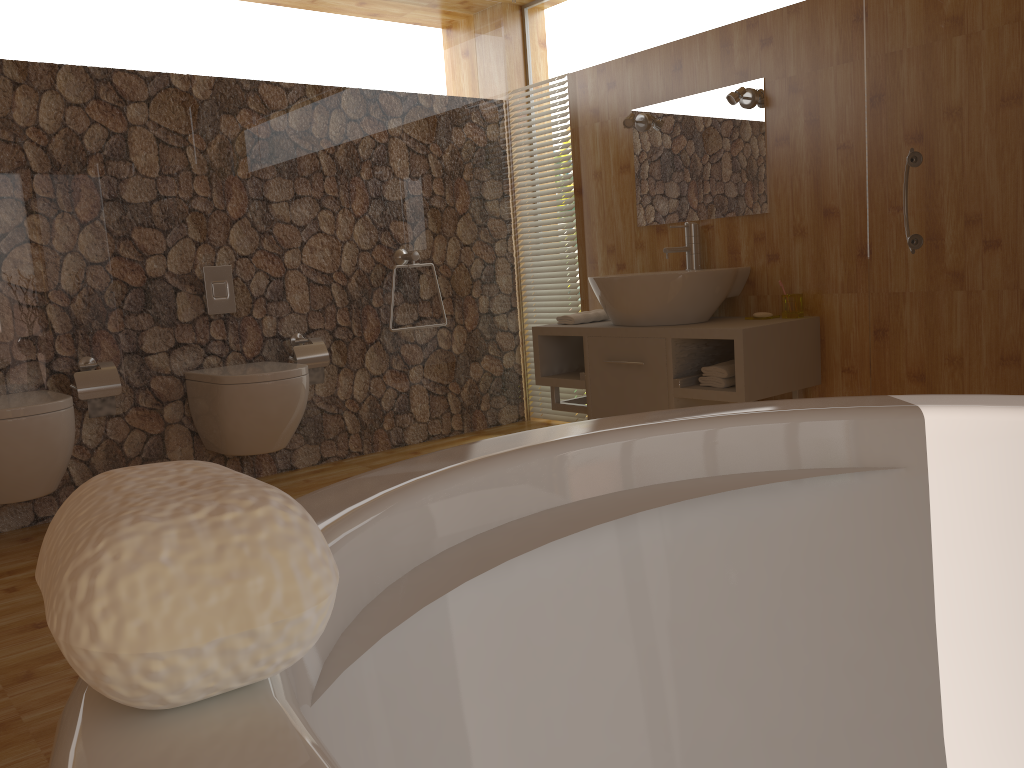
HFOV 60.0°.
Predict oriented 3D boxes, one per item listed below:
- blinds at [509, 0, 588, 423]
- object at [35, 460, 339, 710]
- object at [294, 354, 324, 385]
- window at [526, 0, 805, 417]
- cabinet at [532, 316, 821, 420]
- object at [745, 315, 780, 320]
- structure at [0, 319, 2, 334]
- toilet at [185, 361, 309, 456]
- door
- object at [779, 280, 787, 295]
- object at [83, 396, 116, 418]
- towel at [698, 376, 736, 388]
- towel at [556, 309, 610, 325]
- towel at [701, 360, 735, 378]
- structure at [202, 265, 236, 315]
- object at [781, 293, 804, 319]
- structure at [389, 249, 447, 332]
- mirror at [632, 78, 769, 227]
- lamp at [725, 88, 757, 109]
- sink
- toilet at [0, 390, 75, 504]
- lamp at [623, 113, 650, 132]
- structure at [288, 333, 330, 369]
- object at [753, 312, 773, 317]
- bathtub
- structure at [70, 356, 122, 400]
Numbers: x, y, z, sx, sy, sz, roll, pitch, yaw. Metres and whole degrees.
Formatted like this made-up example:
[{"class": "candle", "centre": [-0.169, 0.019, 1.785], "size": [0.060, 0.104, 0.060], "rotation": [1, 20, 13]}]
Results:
[{"class": "blinds", "centre": [0.175, -0.886, 4.565], "size": [0.042, 2.178, 0.420], "rotation": [-10, 10, -39]}, {"class": "object", "centre": [-0.141, 0.077, 0.376], "size": [0.105, 0.077, 0.166], "rotation": [-9, 9, -31]}, {"class": "object", "centre": [-0.891, -0.074, 3.903], "size": [0.098, 0.151, 0.090], "rotation": [-10, 10, -39]}, {"class": "window", "centre": [1.416, -0.794, 3.291], "size": [0.010, 2.164, 3.964], "rotation": [-10, 10, -39]}, {"class": "cabinet", "centre": [0.653, 0.023, 3.750], "size": [0.517, 0.570, 1.136], "rotation": [-10, 10, -39]}, {"class": "object", "centre": [0.996, -0.265, 3.526], "size": [0.100, 0.010, 0.100], "rotation": [-10, 10, -39]}, {"class": "structure", "centre": [-1.904, -0.275, 3.170], "size": [0.120, 0.200, 0.010], "rotation": [-10, 10, -39]}, {"class": "toilet", "centre": [-1.035, 0.105, 3.594], "size": [0.371, 0.337, 0.507], "rotation": [-10, 10, -39]}, {"class": "door", "centre": [1.451, -0.681, 2.429], "size": [0.983, 2.147, 0.077], "rotation": [-4, 8, 1]}, {"class": "object", "centre": [1.065, -0.338, 3.446], "size": [0.063, 0.132, 0.012], "rotation": [-5, 8, -10]}, {"class": "object", "centre": [-1.565, 0.046, 3.353], "size": [0.098, 0.151, 0.090], "rotation": [-10, 10, -39]}, {"class": "towel", "centre": [0.842, -0.026, 3.400], "size": [0.225, 0.048, 0.140], "rotation": [-9, 9, -33]}, {"class": "towel", "centre": [0.329, -0.304, 4.026], "size": [0.225, 0.048, 0.140], "rotation": [-9, 9, -33]}, {"class": "towel", "centre": [0.851, -0.064, 3.394], "size": [0.225, 0.048, 0.140], "rotation": [-9, 9, -33]}, {"class": "structure", "centre": [-1.228, -0.395, 3.722], "size": [0.120, 0.200, 0.010], "rotation": [-10, 10, -39]}, {"class": "object", "centre": [1.090, -0.303, 3.446], "size": [0.060, 0.093, 0.060], "rotation": [-10, 10, -39]}, {"class": "structure", "centre": [-0.485, -0.457, 4.256], "size": [0.332, 0.387, 0.133], "rotation": [-10, 10, -39]}, {"class": "mirror", "centre": [0.785, -0.963, 3.783], "size": [0.005, 0.523, 0.698], "rotation": [-10, 10, -39]}, {"class": "lamp", "centre": [0.899, -1.132, 3.504], "size": [0.124, 0.080, 0.080], "rotation": [-10, 10, -39]}, {"class": "sink", "centre": [0.615, -0.461, 3.681], "size": [0.533, 0.409, 0.634], "rotation": [-10, 10, -39]}, {"class": "toilet", "centre": [-1.712, 0.225, 3.042], "size": [0.371, 0.337, 0.507], "rotation": [-10, 10, -39]}, {"class": "lamp", "centre": [0.541, -1.164, 3.934], "size": [0.124, 0.080, 0.080], "rotation": [-10, 10, -39]}, {"class": "structure", "centre": [-0.916, -0.146, 3.907], "size": [0.170, 0.151, 0.154], "rotation": [-10, 10, -39]}, {"class": "object", "centre": [0.997, -0.274, 3.526], "size": [0.075, 0.023, 0.050], "rotation": [-5, 8, -4]}, {"class": "bathtub", "centre": [0.536, 0.341, 0.133], "size": [0.977, 0.900, 1.946], "rotation": [-10, 9, -36]}, {"class": "structure", "centre": [-1.590, -0.026, 3.357], "size": [0.170, 0.151, 0.154], "rotation": [-10, 10, -39]}]
